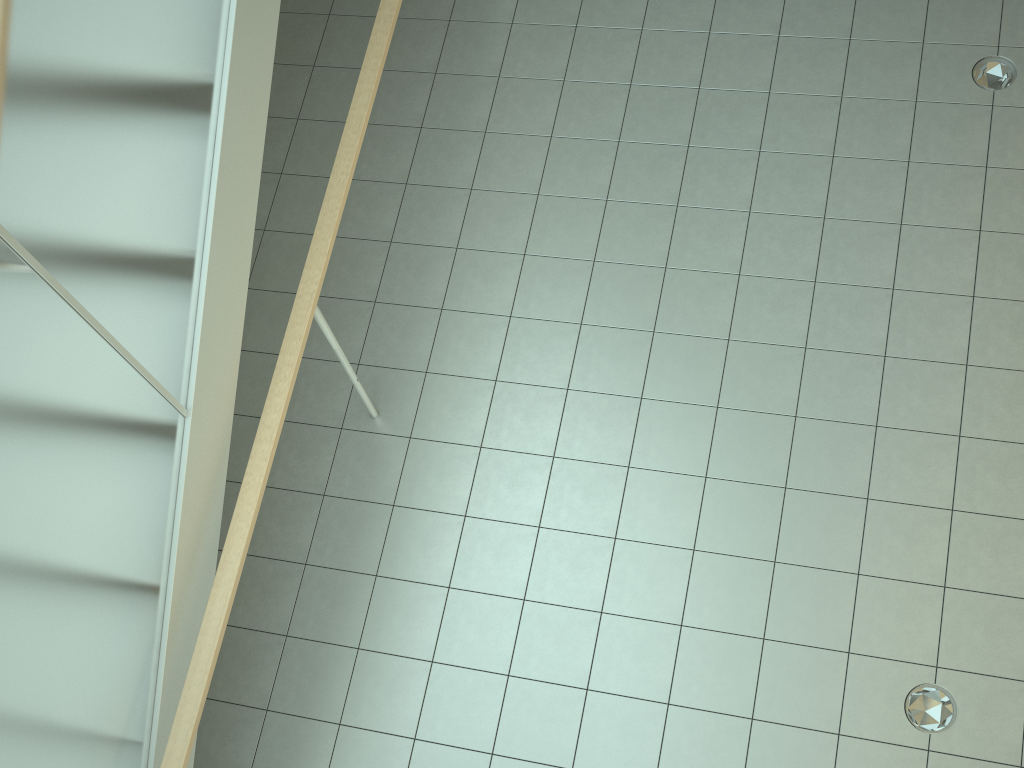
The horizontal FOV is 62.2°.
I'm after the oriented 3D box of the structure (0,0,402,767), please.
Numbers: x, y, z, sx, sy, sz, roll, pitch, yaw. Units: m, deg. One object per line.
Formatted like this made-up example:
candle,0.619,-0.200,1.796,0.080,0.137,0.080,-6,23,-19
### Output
structure,-1.272,-2.986,2.640,1.869,4.616,11.763,10,75,12
